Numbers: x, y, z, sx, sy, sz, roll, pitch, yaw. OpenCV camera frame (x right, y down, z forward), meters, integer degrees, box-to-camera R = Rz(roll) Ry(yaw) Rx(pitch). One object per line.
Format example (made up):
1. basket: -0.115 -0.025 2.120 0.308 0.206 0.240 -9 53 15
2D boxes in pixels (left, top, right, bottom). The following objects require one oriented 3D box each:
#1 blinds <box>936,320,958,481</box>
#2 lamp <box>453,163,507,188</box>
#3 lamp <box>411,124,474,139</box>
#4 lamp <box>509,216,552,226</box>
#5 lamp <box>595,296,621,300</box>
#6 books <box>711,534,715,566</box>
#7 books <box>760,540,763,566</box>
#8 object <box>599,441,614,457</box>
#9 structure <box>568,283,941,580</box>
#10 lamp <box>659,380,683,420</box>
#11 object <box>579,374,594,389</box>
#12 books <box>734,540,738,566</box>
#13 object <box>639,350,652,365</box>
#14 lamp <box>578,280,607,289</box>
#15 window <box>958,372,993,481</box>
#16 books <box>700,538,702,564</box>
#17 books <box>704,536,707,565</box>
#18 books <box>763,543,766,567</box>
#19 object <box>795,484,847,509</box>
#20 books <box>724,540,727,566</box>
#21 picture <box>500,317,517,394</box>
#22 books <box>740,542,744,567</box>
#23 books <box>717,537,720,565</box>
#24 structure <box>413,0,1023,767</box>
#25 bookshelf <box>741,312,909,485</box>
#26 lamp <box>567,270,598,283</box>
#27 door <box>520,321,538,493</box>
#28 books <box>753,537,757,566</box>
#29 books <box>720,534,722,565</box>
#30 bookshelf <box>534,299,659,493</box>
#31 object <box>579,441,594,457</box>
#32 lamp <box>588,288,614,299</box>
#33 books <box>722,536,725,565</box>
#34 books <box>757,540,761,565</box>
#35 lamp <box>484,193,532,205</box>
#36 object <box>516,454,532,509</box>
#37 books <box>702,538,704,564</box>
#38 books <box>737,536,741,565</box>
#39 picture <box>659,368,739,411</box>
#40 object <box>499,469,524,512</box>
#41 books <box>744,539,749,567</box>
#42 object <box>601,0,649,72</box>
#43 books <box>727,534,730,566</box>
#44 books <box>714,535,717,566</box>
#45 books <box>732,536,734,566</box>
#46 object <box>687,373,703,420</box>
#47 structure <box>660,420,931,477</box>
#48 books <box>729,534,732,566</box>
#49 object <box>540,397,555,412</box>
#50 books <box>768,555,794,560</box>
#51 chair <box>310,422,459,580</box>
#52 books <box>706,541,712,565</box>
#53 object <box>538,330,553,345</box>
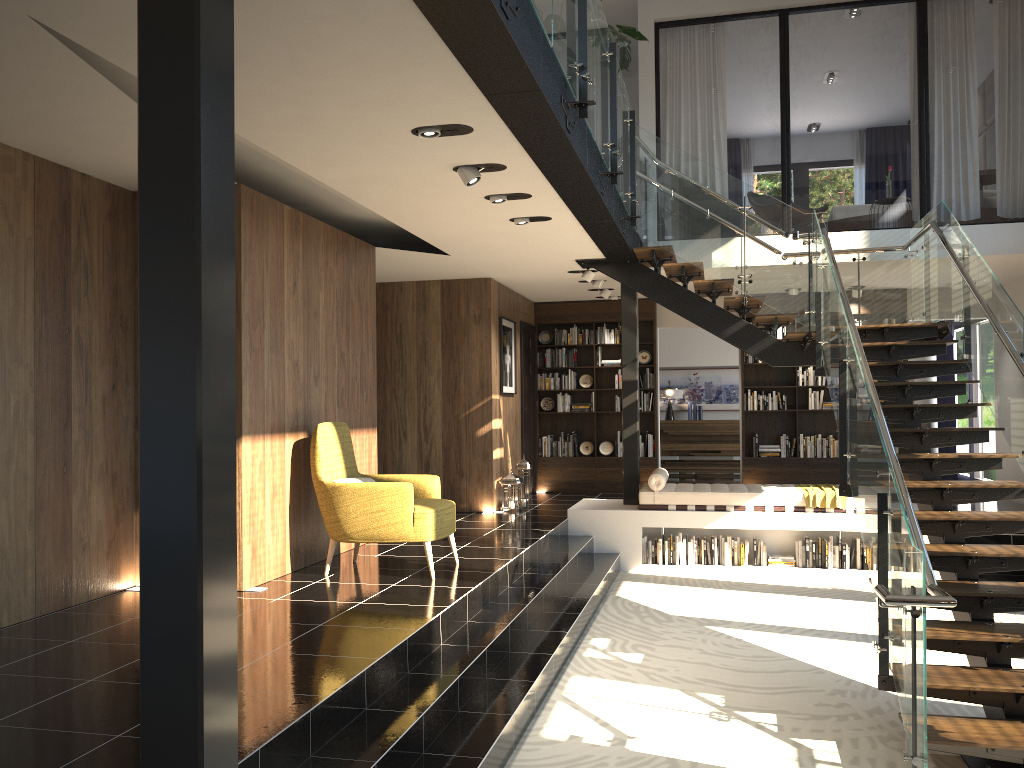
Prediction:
1. blinds: 6.809 0.190 13.956 0.161 2.770 1.080 -1 -1 11
2. lamp: -0.202 -1.364 5.562 0.346 0.247 0.195 -1 -1 13
3. lamp: -0.378 -1.429 4.807 0.346 0.158 0.195 -1 -1 13
4. lamp: 0.147 -1.360 7.073 0.346 0.177 0.195 -1 -1 13
5. lamp: 1.307 -1.230 12.064 0.346 0.177 0.195 -1 -1 13
6. books: 2.122 1.752 9.359 0.033 0.299 0.196 -1 -1 13
7. books: 2.613 1.765 9.274 0.020 0.257 0.154 -1 -1 13
8. object: 1.319 0.907 12.410 0.212 0.222 0.082 -1 -1 13
9. structure: 2.559 0.354 9.689 3.782 3.244 1.149 -1 -1 13
10. lamp: 2.776 0.296 15.613 0.470 0.725 0.470 -1 -1 5
11. object: 1.047 -0.033 12.511 0.212 0.222 0.082 -1 -1 13
12. books: 2.354 1.773 9.335 0.034 0.252 0.151 -1 -1 13
13. object: 1.834 -0.363 12.314 0.212 0.222 0.082 -1 -1 13
14. lamp: 0.957 -1.242 10.550 0.346 0.231 0.195 -1 -1 13
15. window: 6.781 0.253 13.038 0.184 2.475 2.982 -1 -1 13
16. books: 2.007 1.775 9.421 0.023 0.260 0.133 -1 -1 13
17. books: 2.045 1.762 9.387 0.028 0.282 0.173 -1 -1 13
18. books: 2.637 1.785 9.269 0.030 0.218 0.186 -1 -1 13
19. object: 3.298 1.345 9.517 0.466 0.510 1.167 -1 -2 13
20. books: 2.250 1.776 9.327 0.027 0.246 0.193 -1 -1 13
21. picture: -0.041 -0.336 10.887 0.028 0.911 0.748 -1 -1 13
22. books: 2.411 1.780 9.288 0.028 0.232 0.205 -1 -1 13
23. books: 2.184 1.766 9.376 0.029 0.271 0.128 -1 -1 13
24. structure: 1.767 -0.149 5.990 3.447 4.867 7.281 -1 -1 12
25. bookshelf: 4.132 0.133 11.804 2.090 2.682 0.273 -1 -1 13
26. lamp: 0.782 -1.246 9.796 0.346 0.262 0.195 -1 -1 13
27. door: 0.196 0.356 12.079 0.104 2.347 0.931 -1 -1 13
28. books: 2.546 1.754 9.299 0.030 0.284 0.176 -1 -1 13
29. books: 2.208 1.747 9.370 0.023 0.308 0.126 -1 -1 13
30. bookshelf: 1.185 0.183 12.486 1.703 2.682 0.273 -1 -1 13
31. object: 1.052 0.912 12.477 0.212 0.222 0.082 -1 -1 13
32. lamp: 1.132 -1.207 11.305 0.346 0.262 0.195 -1 -1 13
33. books: 2.230 1.757 9.356 0.025 0.287 0.169 -1 -1 13
34. books: 2.587 1.770 9.307 0.045 0.251 0.142 -1 -1 13
35. lamp: -0.028 -1.380 6.317 0.346 0.177 0.195 -1 -1 13
36. object: 0.145 1.157 10.546 0.182 0.642 0.182 -1 -1 13
37. books: 2.024 1.773 9.400 0.019 0.261 0.183 -1 -1 13
38. books: 2.389 1.752 9.338 0.036 0.293 0.128 -1 -1 13
39. picture: 4.238 0.089 15.536 3.543 0.748 0.035 -1 -1 13
40. object: -0.004 1.232 10.343 0.262 0.483 0.262 -1 -1 13
41. books: 2.451 1.767 9.287 0.050 0.258 0.215 -1 -1 13
42. object: 0.376 -2.403 7.188 1.464 1.554 1.260 -1 -1 1
43. books: 2.279 1.747 9.338 0.026 0.305 0.187 -1 -1 13
44. books: 2.153 1.755 9.365 0.025 0.293 0.205 -1 -1 13
45. books: 2.322 1.752 9.327 0.023 0.293 0.157 -1 -1 13
46. object: 3.221 0.228 15.621 0.272 0.860 0.270 -1 -1 27
47. structure: 3.803 1.110 15.429 6.276 0.981 0.886 -1 -1 13
48. books: 2.300 1.746 9.328 0.020 0.305 0.172 -1 -1 13
49. object: 0.507 0.292 12.632 0.212 0.222 0.082 -1 -1 13
50. books: 2.802 1.805 9.248 0.249 0.026 0.148 -1 -2 10
51. chair: -0.946 0.830 6.605 1.031 1.097 0.807 -1 -1 12
52. books: 2.087 1.786 9.391 0.050 0.234 0.149 -1 -1 13
53. object: 0.478 -0.654 12.625 0.212 0.222 0.082 -1 -1 13
